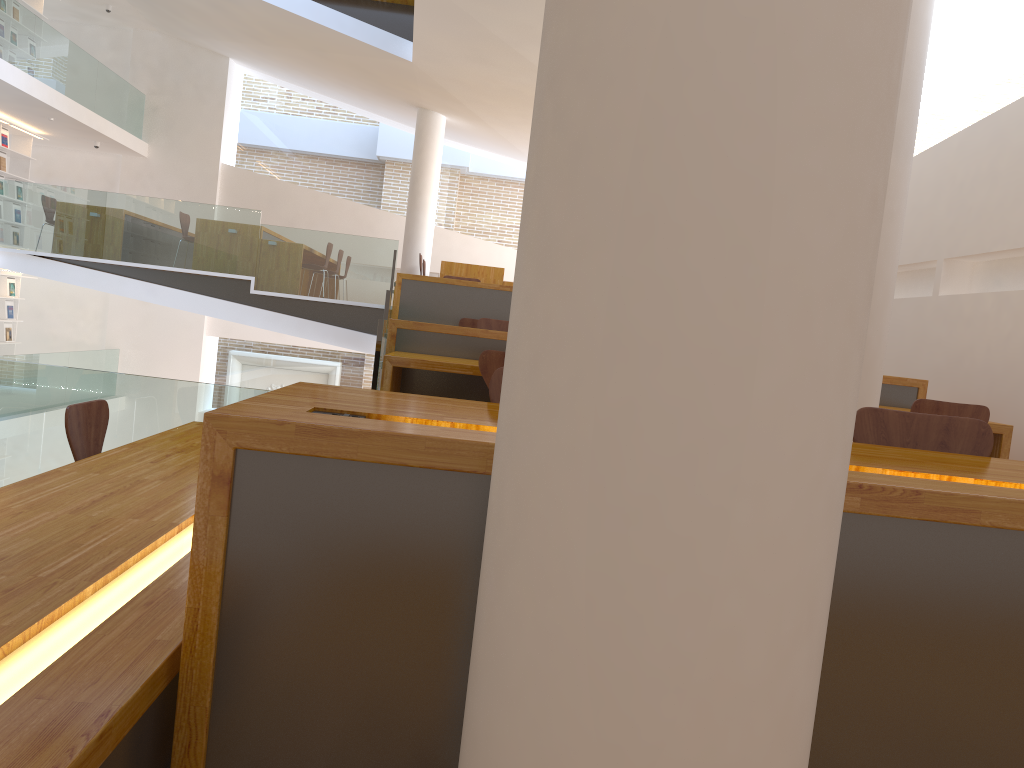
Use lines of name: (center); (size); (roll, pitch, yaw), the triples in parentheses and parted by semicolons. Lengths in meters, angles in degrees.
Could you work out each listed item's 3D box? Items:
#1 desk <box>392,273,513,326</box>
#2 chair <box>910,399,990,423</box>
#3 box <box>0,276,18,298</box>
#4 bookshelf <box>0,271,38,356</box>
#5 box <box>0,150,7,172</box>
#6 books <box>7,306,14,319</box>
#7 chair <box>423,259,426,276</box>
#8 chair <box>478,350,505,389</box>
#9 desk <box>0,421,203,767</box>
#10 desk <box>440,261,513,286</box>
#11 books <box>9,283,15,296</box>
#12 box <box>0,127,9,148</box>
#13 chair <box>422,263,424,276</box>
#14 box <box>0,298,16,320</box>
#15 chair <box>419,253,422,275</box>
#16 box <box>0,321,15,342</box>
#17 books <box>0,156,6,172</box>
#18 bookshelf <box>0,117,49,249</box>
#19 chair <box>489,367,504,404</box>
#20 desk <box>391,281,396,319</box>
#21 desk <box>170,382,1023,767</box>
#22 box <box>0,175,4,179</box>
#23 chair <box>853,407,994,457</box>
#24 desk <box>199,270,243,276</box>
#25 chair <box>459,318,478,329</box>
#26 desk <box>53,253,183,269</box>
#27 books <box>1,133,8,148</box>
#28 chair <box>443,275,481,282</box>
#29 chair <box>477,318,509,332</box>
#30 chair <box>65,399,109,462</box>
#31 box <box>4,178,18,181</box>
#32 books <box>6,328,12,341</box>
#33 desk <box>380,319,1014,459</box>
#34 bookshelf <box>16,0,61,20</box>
desk: (0.515, -0.310, 8.089); (3.216, 1.022, 1.248); (6, 3, -3)
chair: (2.070, 0.419, 4.450); (0.428, 0.693, 0.381); (6, 3, -3)
box: (-7.441, -1.432, 13.018); (0.274, 0.296, 0.245); (6, 3, -3)
bookshelf: (-7.385, -0.682, 11.865); (0.498, 1.836, 2.984); (6, 3, -3)
box: (-7.216, -3.117, 12.397); (0.274, 0.296, 0.245); (6, 3, -3)
books: (-7.379, -1.045, 13.049); (0.037, 0.210, 0.145); (6, 3, -3)
chair: (-1.049, -1.310, 11.993); (0.381, 0.693, 0.428); (6, 3, -3)
chair: (-0.001, 0.191, 4.288); (0.428, 0.693, 0.381); (6, 3, -3)
desk: (-0.988, 0.607, 2.391); (0.760, 0.606, 3.185); (6, 3, -3)
desk: (-0.350, -1.123, 12.207); (1.247, 0.762, 3.194); (6, 3, -3)
books: (-7.344, -1.380, 13.030); (0.037, 0.210, 0.145); (6, 3, -3)
box: (-7.179, -3.442, 12.378); (0.274, 0.296, 0.245); (6, 3, -3)
chair: (-1.125, -1.357, 12.671); (0.381, 0.693, 0.428); (6, 3, -3)
box: (-7.478, -1.107, 13.037); (0.274, 0.296, 0.245); (6, 3, -3)
chair: (-0.998, -1.249, 11.025); (0.381, 0.693, 0.428); (6, 3, -3)
box: (-7.516, -0.781, 13.069); (0.274, 0.296, 0.245); (6, 3, -3)
books: (-7.119, -3.063, 12.397); (0.037, 0.210, 0.145); (6, 3, -3)
bookshelf: (-7.151, -2.727, 11.748); (0.498, 1.836, 2.984); (6, 3, -3)
chair: (0.111, 0.325, 2.170); (0.428, 0.693, 0.381); (6, 3, -3)
desk: (0.345, -0.653, 10.096); (3.356, 0.606, 0.760); (6, 3, -3)
desk: (1.068, 0.494, 1.804); (3.185, 0.606, 0.760); (6, 3, -3)
box: (-7.253, -2.791, 12.406); (0.274, 0.296, 0.245); (6, 3, -3)
chair: (1.075, 0.432, 2.228); (0.428, 0.693, 0.381); (6, 3, -3)
desk: (-3.175, -1.586, 11.963); (1.248, 0.757, 3.196); (6, 3, -3)
chair: (-0.280, -0.188, 7.393); (0.428, 0.693, 0.381); (6, 3, -3)
desk: (-4.985, -1.863, 11.851); (0.760, 0.606, 3.194); (6, 3, -3)
books: (-7.083, -3.376, 12.380); (0.037, 0.210, 0.145); (6, 3, -3)
chair: (-0.529, -0.719, 8.753); (0.428, 0.693, 0.381); (6, 3, -3)
chair: (-0.076, -0.092, 6.064); (0.428, 0.693, 0.381); (6, 3, -3)
chair: (-1.527, 0.434, 3.487); (0.381, 0.693, 0.428); (6, 3, -3)
box: (-7.281, -2.825, 12.939); (0.274, 0.296, 0.245); (6, 3, -3)
books: (-7.416, -0.723, 13.071); (0.037, 0.210, 0.145); (6, 3, -3)
desk: (0.865, 0.196, 5.160); (3.243, 0.785, 1.527); (6, 3, -3)
bookshelf: (-6.919, -4.757, 11.633); (0.498, 1.836, 2.984); (6, 3, -3)
